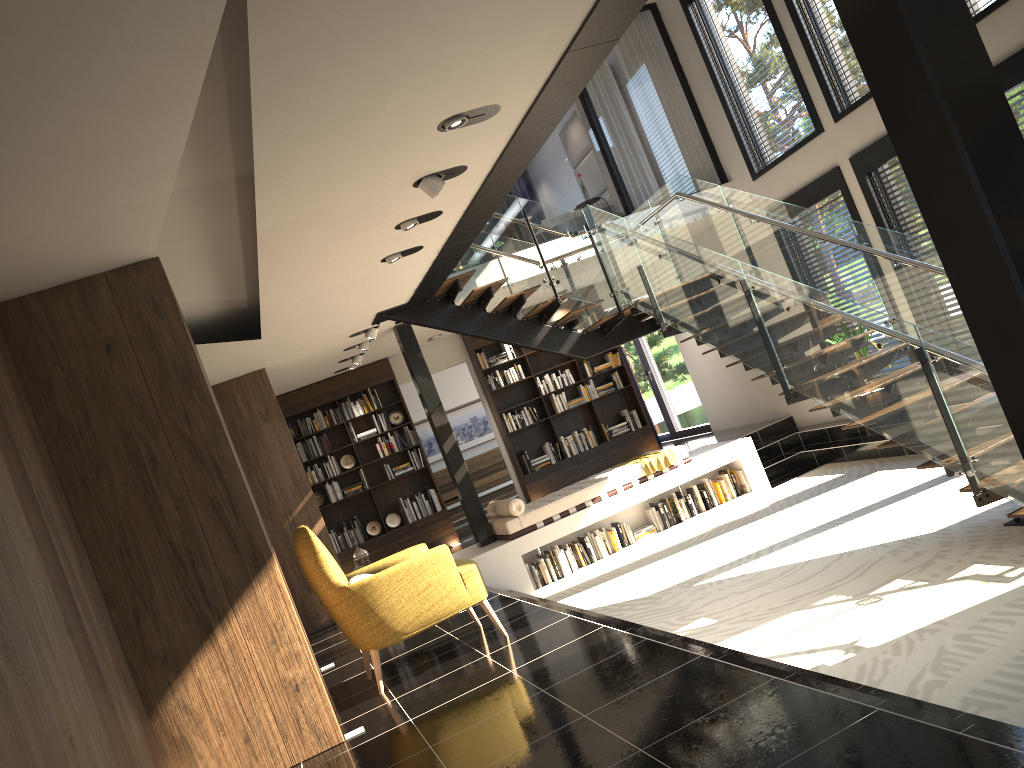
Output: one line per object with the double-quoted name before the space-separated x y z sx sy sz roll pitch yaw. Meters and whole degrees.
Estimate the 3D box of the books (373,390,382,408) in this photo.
"books" -1.820 0.209 11.984 0.013 0.262 0.217 -21 -2 -17

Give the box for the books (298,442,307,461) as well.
"books" -2.744 0.890 11.618 0.021 0.267 0.198 -21 -2 -17

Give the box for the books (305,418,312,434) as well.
"books" -2.683 0.561 11.709 0.059 0.216 0.160 -21 -2 -17

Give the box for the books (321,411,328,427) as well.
"books" -2.499 0.481 11.770 0.020 0.234 0.206 -21 -2 -17

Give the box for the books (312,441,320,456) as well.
"books" -2.585 0.856 11.684 0.024 0.220 0.124 -21 -2 -17

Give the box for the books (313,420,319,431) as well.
"books" -2.594 0.559 11.728 0.035 0.156 0.186 -21 -2 -17

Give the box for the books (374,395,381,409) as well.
"books" -1.830 0.254 11.998 0.027 0.186 0.220 -21 -2 -17

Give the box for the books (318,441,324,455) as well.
"books" -2.522 0.848 11.675 0.024 0.188 0.181 -21 -2 -17

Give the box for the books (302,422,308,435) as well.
"books" -2.739 0.601 11.701 0.020 0.180 0.154 -21 -2 -17

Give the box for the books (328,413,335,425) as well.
"books" -2.397 0.474 11.777 0.029 0.172 0.187 -21 -2 -17

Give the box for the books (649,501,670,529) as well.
"books" 1.633 1.454 9.814 0.042 0.316 0.209 -21 -2 -17

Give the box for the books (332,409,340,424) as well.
"books" -2.353 0.437 11.807 0.039 0.212 0.172 -21 -2 -17

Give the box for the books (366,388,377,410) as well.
"books" -1.894 0.215 11.949 0.017 0.302 0.267 -21 -2 -17

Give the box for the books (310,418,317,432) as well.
"books" -2.637 0.551 11.747 0.025 0.203 0.156 -21 -2 -17

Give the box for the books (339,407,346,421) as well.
"books" -2.279 0.411 11.876 0.023 0.213 0.194 -21 -2 -17

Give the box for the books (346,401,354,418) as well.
"books" -2.176 0.355 11.872 0.035 0.241 0.209 -21 -2 -17

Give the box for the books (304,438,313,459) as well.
"books" -2.676 0.855 11.657 0.015 0.287 0.154 -21 -2 -17

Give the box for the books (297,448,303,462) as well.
"books" -2.785 0.940 11.604 0.025 0.204 0.192 -21 -2 -17

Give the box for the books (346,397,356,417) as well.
"books" -2.150 0.324 11.837 0.011 0.276 0.288 -21 -2 -17

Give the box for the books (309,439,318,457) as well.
"books" -2.617 0.850 11.680 0.032 0.255 0.160 -21 -2 -17

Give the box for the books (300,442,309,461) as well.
"books" -2.722 0.886 11.630 0.027 0.260 0.181 -21 -2 -17

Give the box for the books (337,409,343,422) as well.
"books" -2.305 0.430 11.841 0.024 0.194 0.183 -21 -2 -17

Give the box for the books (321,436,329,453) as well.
"books" -2.480 0.804 11.723 0.024 0.242 0.144 -21 -2 -17

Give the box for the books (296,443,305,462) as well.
"books" -2.768 0.906 11.613 0.035 0.255 0.183 -21 -2 -17

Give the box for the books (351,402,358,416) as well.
"books" -2.121 0.353 11.912 0.027 0.207 0.203 -21 -2 -17

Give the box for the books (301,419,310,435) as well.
"books" -2.721 0.571 11.689 0.026 0.222 0.202 -21 -2 -17

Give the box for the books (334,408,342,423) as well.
"books" -2.319 0.429 11.802 0.023 0.202 0.202 -21 -2 -17

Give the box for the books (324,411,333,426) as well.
"books" -2.440 0.468 11.800 0.030 0.217 0.166 -21 -2 -17

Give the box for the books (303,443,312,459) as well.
"books" -2.685 0.880 11.620 0.039 0.243 0.180 -21 -2 -17

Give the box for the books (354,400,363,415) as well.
"books" -2.063 0.328 11.923 0.034 0.211 0.206 -21 -2 -17

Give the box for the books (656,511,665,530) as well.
"books" 1.612 1.512 9.829 0.027 0.226 0.165 -21 -2 -17

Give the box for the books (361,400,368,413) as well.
"books" -1.997 0.315 11.957 0.029 0.190 0.177 -21 -2 -17

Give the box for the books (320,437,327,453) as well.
"books" -2.493 0.816 11.712 0.014 0.230 0.172 -21 -2 -17

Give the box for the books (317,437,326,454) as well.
"books" -2.517 0.820 11.718 0.028 0.240 0.148 -21 -2 -17

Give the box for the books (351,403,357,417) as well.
"books" -2.139 0.355 11.889 0.019 0.216 0.214 -21 -2 -17

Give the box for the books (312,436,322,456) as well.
"books" -2.566 0.820 11.679 0.032 0.273 0.189 -21 -2 -17

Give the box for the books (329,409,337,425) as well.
"books" -2.384 0.449 11.804 0.027 0.212 0.181 -21 -2 -17

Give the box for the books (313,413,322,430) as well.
"books" -2.570 0.509 11.724 0.039 0.230 0.205 -21 -2 -17

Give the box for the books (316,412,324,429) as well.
"books" -2.540 0.492 11.721 0.025 0.239 0.220 -21 -2 -17

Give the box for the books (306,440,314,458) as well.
"books" -2.655 0.863 11.659 0.018 0.256 0.172 -21 -2 -17

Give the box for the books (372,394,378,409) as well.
"books" -1.871 0.254 12.014 0.037 0.218 0.144 -21 -2 -17

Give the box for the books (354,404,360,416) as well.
"books" -2.087 0.359 11.917 0.034 0.171 0.159 -21 -2 -17

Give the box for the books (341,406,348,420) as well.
"books" -2.246 0.401 11.839 0.021 0.204 0.224 -21 -2 -17

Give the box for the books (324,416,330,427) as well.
"books" -2.462 0.514 11.798 0.040 0.149 0.126 -21 -2 -17

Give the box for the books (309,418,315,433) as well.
"books" -2.652 0.551 11.725 0.014 0.212 0.184 -21 -2 -17

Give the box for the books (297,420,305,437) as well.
"books" -2.784 0.589 11.681 0.017 0.233 0.200 -21 -2 -17

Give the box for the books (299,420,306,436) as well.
"books" -2.753 0.585 11.651 0.024 0.216 0.210 -21 -2 -17

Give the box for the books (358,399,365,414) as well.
"books" -2.035 0.313 11.949 0.042 0.223 0.163 -21 -2 -17

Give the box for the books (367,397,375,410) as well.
"books" -1.902 0.275 11.977 0.021 0.197 0.201 -21 -2 -17

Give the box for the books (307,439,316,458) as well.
"books" -2.635 0.850 11.647 0.019 0.264 0.175 -21 -2 -17

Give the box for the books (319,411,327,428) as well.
"books" -2.516 0.481 11.755 0.020 0.245 0.228 -21 -2 -17

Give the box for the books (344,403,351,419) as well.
"books" -2.204 0.370 11.846 0.014 0.231 0.280 -21 -2 -17

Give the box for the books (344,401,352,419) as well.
"books" -2.192 0.361 11.846 0.013 0.239 0.255 -21 -2 -17

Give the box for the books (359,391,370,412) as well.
"books" -1.987 0.249 11.925 0.015 0.303 0.252 -21 -2 -17

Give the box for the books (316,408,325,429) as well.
"books" -2.530 0.467 11.727 0.012 0.278 0.228 -21 -2 -17

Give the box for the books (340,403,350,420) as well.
"books" -2.231 0.378 11.859 0.033 0.237 0.232 -21 -2 -17

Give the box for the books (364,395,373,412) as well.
"books" -1.952 0.268 11.975 0.064 0.247 0.210 -21 -2 -17
